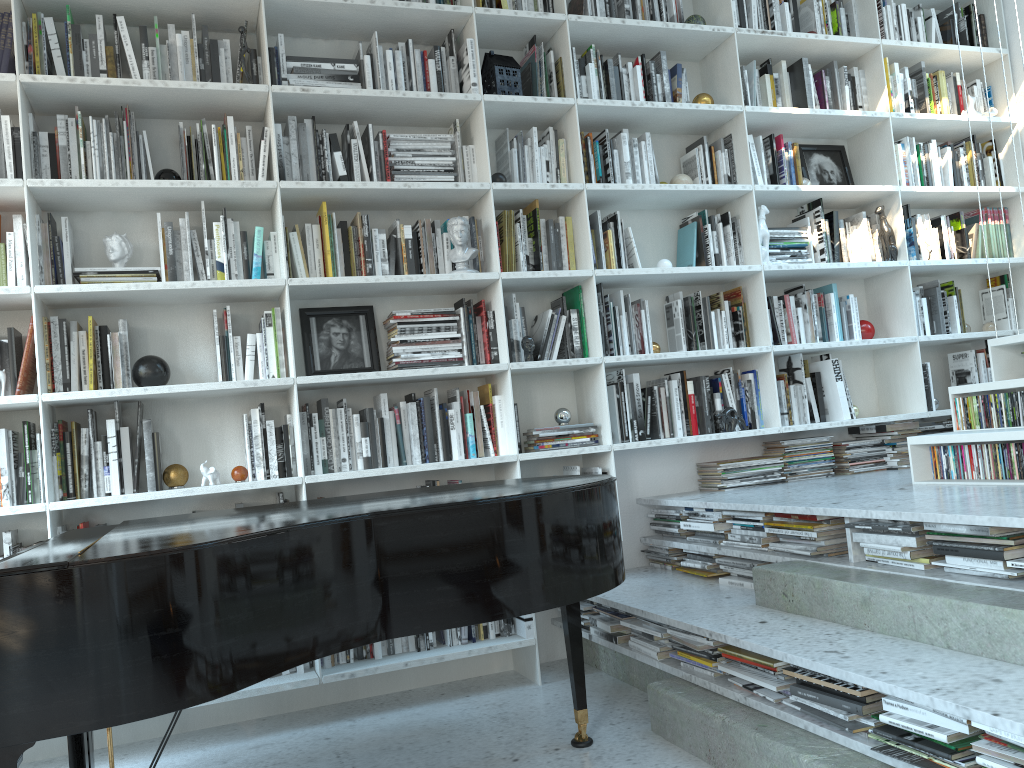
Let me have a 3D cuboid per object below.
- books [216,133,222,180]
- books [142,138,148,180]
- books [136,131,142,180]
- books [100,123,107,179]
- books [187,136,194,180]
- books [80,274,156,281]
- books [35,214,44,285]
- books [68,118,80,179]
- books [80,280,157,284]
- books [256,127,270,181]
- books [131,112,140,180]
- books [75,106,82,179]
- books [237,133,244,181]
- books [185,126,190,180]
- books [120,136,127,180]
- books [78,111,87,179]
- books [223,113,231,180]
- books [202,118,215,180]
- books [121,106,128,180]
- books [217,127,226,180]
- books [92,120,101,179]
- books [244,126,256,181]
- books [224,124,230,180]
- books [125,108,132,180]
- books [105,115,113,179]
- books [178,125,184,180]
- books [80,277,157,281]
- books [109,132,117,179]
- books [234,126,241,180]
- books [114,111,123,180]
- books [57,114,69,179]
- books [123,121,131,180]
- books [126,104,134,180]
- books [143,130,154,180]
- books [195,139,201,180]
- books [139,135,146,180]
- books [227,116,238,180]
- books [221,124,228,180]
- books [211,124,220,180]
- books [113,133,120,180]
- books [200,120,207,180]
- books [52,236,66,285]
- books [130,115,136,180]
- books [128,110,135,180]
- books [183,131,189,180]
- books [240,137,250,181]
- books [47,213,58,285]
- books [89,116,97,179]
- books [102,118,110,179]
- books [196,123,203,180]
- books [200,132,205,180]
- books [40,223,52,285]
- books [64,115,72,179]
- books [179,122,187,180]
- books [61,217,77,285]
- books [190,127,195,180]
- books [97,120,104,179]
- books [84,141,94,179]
[{"bbox_3d":[-1.142,-0.839,3.451,0.011,0.236,0.130,-5,-4,-20],"label":"books"},{"bbox_3d":[-1.385,-0.807,3.357,0.004,0.209,0.132,-5,-4,-20],"label":"books"},{"bbox_3d":[-1.407,-0.818,3.360,0.009,0.236,0.135,-5,-4,-20],"label":"books"},{"bbox_3d":[-1.513,-0.821,3.305,0.011,0.255,0.152,-5,-4,-20],"label":"books"},{"bbox_3d":[-1.235,-0.823,3.408,0.013,0.216,0.149,-5,-4,-20],"label":"books"},{"bbox_3d":[-1.456,-0.384,3.285,0.254,0.012,0.161,-4,-4,-23],"label":"books"},{"bbox_3d":[-1.697,-0.453,3.213,0.012,0.285,0.159,-5,-4,-20],"label":"books"},{"bbox_3d":[-1.601,-0.818,3.264,0.024,0.262,0.178,-5,-4,-20],"label":"books"},{"bbox_3d":[-1.453,-0.360,3.282,0.254,0.012,0.161,-4,-4,-24],"label":"books"},{"bbox_3d":[-0.977,-0.854,3.468,0.064,0.237,0.209,-5,-4,-20],"label":"books"},{"bbox_3d":[-1.407,-0.846,3.326,0.011,0.287,0.189,-5,-4,-20],"label":"books"},{"bbox_3d":[-1.592,-0.845,3.284,0.011,0.317,0.155,-5,-4,-20],"label":"books"},{"bbox_3d":[-1.065,-0.841,3.469,0.011,0.229,0.166,-5,-4,-20],"label":"books"},{"bbox_3d":[-1.239,-0.836,3.390,0.005,0.240,0.174,-5,-4,-20],"label":"books"},{"bbox_3d":[-1.456,-0.805,3.339,0.012,0.217,0.133,-5,-4,-20],"label":"books"},{"bbox_3d":[-1.573,-0.832,3.266,0.010,0.283,0.184,-5,-4,-20],"label":"books"},{"bbox_3d":[-1.106,-0.877,3.450,0.006,0.303,0.165,-5,-4,-20],"label":"books"},{"bbox_3d":[-1.176,-0.862,3.439,0.033,0.287,0.155,-5,-4,-20],"label":"books"},{"bbox_3d":[-1.450,-0.858,3.333,0.004,0.320,0.153,-5,-4,-20],"label":"books"},{"bbox_3d":[-1.126,-0.850,3.445,0.017,0.253,0.139,-5,-4,-20],"label":"books"},{"bbox_3d":[-1.525,-0.820,3.276,0.012,0.251,0.184,-5,-4,-20],"label":"books"},{"bbox_3d":[-1.025,-0.859,3.475,0.022,0.257,0.155,-5,-4,-20],"label":"books"},{"bbox_3d":[-1.109,-0.851,3.444,0.006,0.253,0.180,-5,-4,-20],"label":"books"},{"bbox_3d":[-1.438,-0.856,3.343,0.005,0.316,0.157,-5,-4,-20],"label":"books"},{"bbox_3d":[-1.493,-0.835,3.303,0.011,0.279,0.169,-5,-4,-20],"label":"books"},{"bbox_3d":[-1.267,-0.839,3.402,0.005,0.254,0.161,-5,-4,-20],"label":"books"},{"bbox_3d":[-1.454,-0.372,3.281,0.254,0.012,0.161,-4,-4,-25],"label":"books"},{"bbox_3d":[-1.477,-0.802,3.299,0.011,0.209,0.181,-5,-4,-20],"label":"books"},{"bbox_3d":[-1.075,-0.854,3.462,0.010,0.257,0.140,-5,-4,-20],"label":"books"},{"bbox_3d":[-1.462,-0.844,3.313,0.011,0.291,0.177,-5,-4,-20],"label":"books"},{"bbox_3d":[-1.637,-0.824,3.255,0.026,0.279,0.151,-5,-4,-20],"label":"books"},{"bbox_3d":[-1.438,-0.830,3.327,0.010,0.261,0.158,-5,-4,-20],"label":"books"},{"bbox_3d":[-1.433,-0.864,3.342,0.005,0.331,0.161,-5,-4,-20],"label":"books"},{"bbox_3d":[-1.369,-0.819,3.356,0.031,0.232,0.148,-5,-4,-20],"label":"books"},{"bbox_3d":[-1.208,-0.817,3.414,0.011,0.200,0.162,-5,-4,-20],"label":"books"},{"bbox_3d":[-1.394,-0.810,3.357,0.012,0.218,0.151,-5,-4,-20],"label":"books"},{"bbox_3d":[-1.089,-0.868,3.451,0.022,0.284,0.190,-5,-4,-20],"label":"books"},{"bbox_3d":[-1.116,-0.857,3.448,0.004,0.265,0.142,-5,-4,-20],"label":"books"},{"bbox_3d":[-1.141,-0.846,3.413,0.013,0.243,0.189,-5,-4,-20],"label":"books"},{"bbox_3d":[-1.475,-0.808,3.326,0.011,0.226,0.129,-5,-4,-20],"label":"books"},{"bbox_3d":[-1.189,-0.856,3.422,0.005,0.275,0.157,-5,-4,-20],"label":"books"},{"bbox_3d":[-1.640,-0.419,3.232,0.034,0.209,0.136,-5,-4,-20],"label":"books"},{"bbox_3d":[-1.420,-0.842,3.341,0.004,0.284,0.167,-5,-4,-20],"label":"books"},{"bbox_3d":[-1.426,-0.852,3.342,0.005,0.305,0.162,-5,-4,-20],"label":"books"},{"bbox_3d":[-1.252,-0.832,3.411,0.005,0.239,0.146,-5,-4,-20],"label":"books"},{"bbox_3d":[-1.048,-0.836,3.474,0.024,0.216,0.142,-5,-4,-20],"label":"books"},{"bbox_3d":[-1.669,-0.461,3.237,0.011,0.297,0.136,-5,-4,-20],"label":"books"},{"bbox_3d":[-1.535,-0.825,3.271,0.009,0.263,0.189,-5,-4,-20],"label":"books"},{"bbox_3d":[-1.499,-0.826,3.294,0.009,0.261,0.180,-5,-4,-20],"label":"books"},{"bbox_3d":[-1.205,-0.850,3.427,0.009,0.266,0.149,-5,-4,-20],"label":"books"},{"bbox_3d":[-1.185,-0.828,3.398,0.006,0.216,0.181,-5,-4,-20],"label":"books"},{"bbox_3d":[-1.677,-0.441,3.213,0.024,0.257,0.134,-5,-4,-20],"label":"books"},{"bbox_3d":[-1.618,-0.824,3.257,0.012,0.276,0.157,-5,-4,-20],"label":"books"},{"bbox_3d":[-1.262,-0.850,3.412,0.012,0.275,0.129,-5,-4,-20],"label":"books"},{"bbox_3d":[-1.616,-0.456,3.238,0.021,0.277,0.136,-5,-4,-20],"label":"books"},{"bbox_3d":[-1.219,-0.836,3.388,0.005,0.236,0.178,-5,-4,-20],"label":"books"},{"bbox_3d":[-1.523,-0.823,3.302,0.010,0.261,0.169,-5,-4,-20],"label":"books"},{"bbox_3d":[-1.556,-0.783,3.286,0.029,0.186,0.149,-5,-4,-20],"label":"books"}]
